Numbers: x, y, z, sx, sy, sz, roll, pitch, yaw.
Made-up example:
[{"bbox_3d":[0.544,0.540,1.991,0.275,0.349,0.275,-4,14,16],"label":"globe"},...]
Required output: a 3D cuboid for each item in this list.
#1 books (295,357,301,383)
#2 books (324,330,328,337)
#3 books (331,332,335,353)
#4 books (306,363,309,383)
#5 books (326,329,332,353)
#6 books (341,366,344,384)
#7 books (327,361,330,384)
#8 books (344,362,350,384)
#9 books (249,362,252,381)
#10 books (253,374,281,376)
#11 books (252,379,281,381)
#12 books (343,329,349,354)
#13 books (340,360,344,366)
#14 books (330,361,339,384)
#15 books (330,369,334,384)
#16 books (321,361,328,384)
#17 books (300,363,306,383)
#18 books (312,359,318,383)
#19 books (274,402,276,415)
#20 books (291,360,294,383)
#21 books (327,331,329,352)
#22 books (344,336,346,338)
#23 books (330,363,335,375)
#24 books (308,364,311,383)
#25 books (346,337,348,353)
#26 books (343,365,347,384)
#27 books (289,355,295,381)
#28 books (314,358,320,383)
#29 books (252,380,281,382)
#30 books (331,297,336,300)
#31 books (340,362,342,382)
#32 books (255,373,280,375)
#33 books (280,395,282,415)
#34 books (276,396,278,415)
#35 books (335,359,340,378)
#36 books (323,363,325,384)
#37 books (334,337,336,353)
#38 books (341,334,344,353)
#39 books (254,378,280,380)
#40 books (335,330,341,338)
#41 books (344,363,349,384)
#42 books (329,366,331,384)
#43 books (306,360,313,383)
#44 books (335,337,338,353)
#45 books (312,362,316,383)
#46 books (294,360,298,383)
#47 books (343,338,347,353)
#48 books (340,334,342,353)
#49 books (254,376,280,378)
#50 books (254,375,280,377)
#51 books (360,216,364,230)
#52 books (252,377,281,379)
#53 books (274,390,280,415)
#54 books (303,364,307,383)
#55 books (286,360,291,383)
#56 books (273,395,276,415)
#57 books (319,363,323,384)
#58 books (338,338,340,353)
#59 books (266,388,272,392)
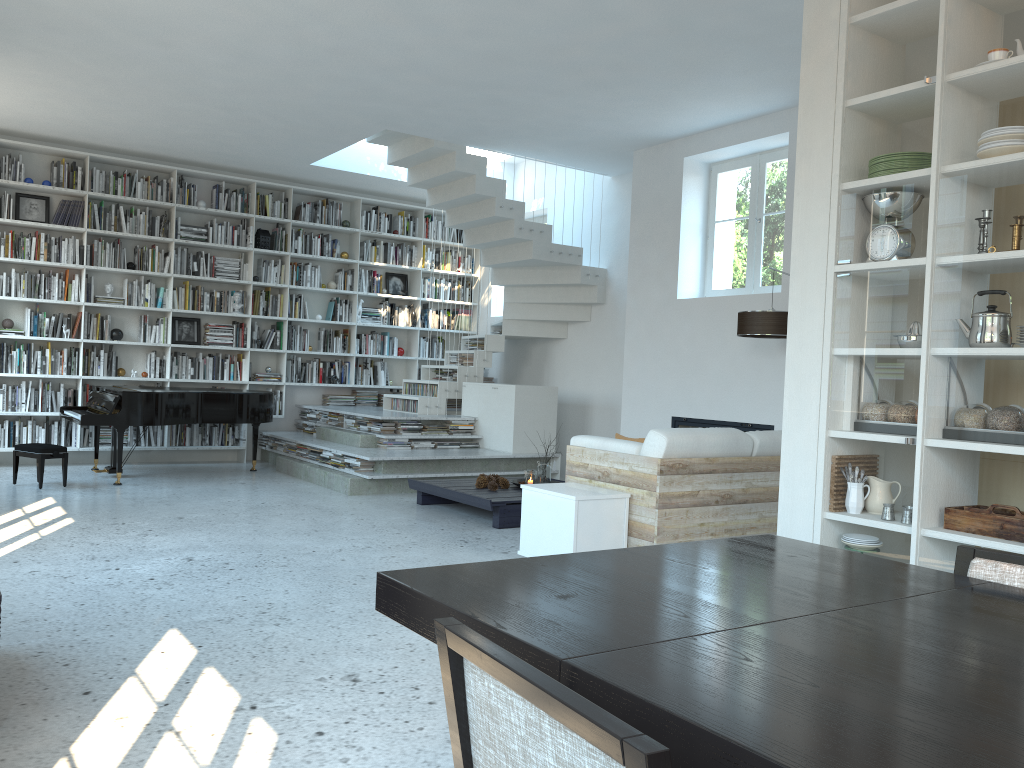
[{"bbox_3d":[-2.503,-0.163,10.296,0.030,0.294,0.188,2,1,-34],"label":"books"},{"bbox_3d":[-2.221,-0.504,10.495,0.015,0.262,0.149,2,1,-34],"label":"books"},{"bbox_3d":[-2.153,-0.495,10.517,0.018,0.251,0.184,2,1,-34],"label":"books"},{"bbox_3d":[-2.423,-0.130,10.384,0.029,0.235,0.142,2,1,-34],"label":"books"},{"bbox_3d":[-2.177,-0.513,10.531,0.007,0.285,0.159,2,1,-34],"label":"books"},{"bbox_3d":[-2.056,-0.109,10.613,0.013,0.220,0.168,2,1,-34],"label":"books"},{"bbox_3d":[-2.209,-0.137,10.520,0.026,0.263,0.169,2,1,-34],"label":"books"},{"bbox_3d":[-1.988,-0.133,10.660,0.025,0.272,0.171,2,1,-34],"label":"books"},{"bbox_3d":[-2.979,-0.139,10.011,0.030,0.210,0.136,2,1,-34],"label":"books"},{"bbox_3d":[-2.784,-0.105,10.067,0.285,0.012,0.159,2,1,-30],"label":"books"},{"bbox_3d":[-2.788,-0.044,10.071,0.285,0.012,0.159,2,1,-29],"label":"books"},{"bbox_3d":[-1.994,-0.512,10.630,0.007,0.295,0.162,2,1,-34],"label":"books"},{"bbox_3d":[-2.058,-0.141,10.641,0.012,0.282,0.143,2,1,-34],"label":"books"},{"bbox_3d":[-2.118,-0.135,10.572,0.070,0.266,0.186,2,1,-34],"label":"books"},{"bbox_3d":[-2.169,-0.094,10.544,0.025,0.181,0.169,2,1,-34],"label":"books"},{"bbox_3d":[-2.226,-0.137,10.500,0.026,0.262,0.173,2,1,-34],"label":"books"},{"bbox_3d":[-2.465,-0.130,10.342,0.065,0.231,0.162,2,1,-34],"label":"books"},{"bbox_3d":[-2.323,-0.152,10.452,0.012,0.285,0.159,2,1,-34],"label":"books"},{"bbox_3d":[-2.715,0.238,10.086,0.012,0.225,0.149,2,1,-34],"label":"books"},{"bbox_3d":[-2.565,-0.149,10.255,0.023,0.262,0.186,2,1,-34],"label":"books"},{"bbox_3d":[-2.211,-0.502,10.501,0.008,0.259,0.158,2,1,-34],"label":"books"},{"bbox_3d":[-2.026,-0.468,10.632,0.016,0.205,0.141,2,1,-34],"label":"books"},{"bbox_3d":[-2.154,-0.127,10.555,0.012,0.249,0.164,2,1,-34],"label":"books"},{"bbox_3d":[-2.399,-0.126,10.395,0.024,0.228,0.159,2,1,-34],"label":"books"},{"bbox_3d":[-2.008,-0.466,10.632,0.013,0.204,0.158,2,1,-34],"label":"books"},{"bbox_3d":[-2.027,-0.112,10.626,0.025,0.228,0.175,2,1,-34],"label":"books"},{"bbox_3d":[-2.550,-0.176,10.264,0.010,0.316,0.186,2,1,-34],"label":"books"},{"bbox_3d":[-2.300,-0.155,10.440,0.012,0.293,0.175,2,1,-34],"label":"books"},{"bbox_3d":[-2.786,-0.032,10.067,0.285,0.012,0.159,2,1,-31],"label":"books"},{"bbox_3d":[-2.125,-0.881,10.553,0.016,0.290,0.135,2,1,-34],"label":"books"},{"bbox_3d":[-2.076,-0.132,10.613,0.021,0.265,0.150,2,1,-34],"label":"books"},{"bbox_3d":[-2.781,-0.117,10.061,0.254,0.012,0.161,2,1,-25],"label":"books"},{"bbox_3d":[-2.664,0.236,10.118,0.013,0.233,0.149,2,1,-34],"label":"books"},{"bbox_3d":[-2.696,0.245,10.079,0.011,0.212,0.178,2,1,-34],"label":"books"},{"bbox_3d":[-2.089,-0.148,10.603,0.013,0.294,0.134,2,1,-34],"label":"books"},{"bbox_3d":[-2.255,-0.128,10.501,0.021,0.242,0.131,2,1,-34],"label":"books"},{"bbox_3d":[-2.139,-0.460,10.528,0.018,0.182,0.182,2,1,-34],"label":"books"},{"bbox_3d":[-2.053,-0.482,10.611,0.021,0.232,0.155,2,1,-34],"label":"books"},{"bbox_3d":[-2.786,-0.056,10.068,0.254,0.012,0.161,2,1,-28],"label":"books"},{"bbox_3d":[-2.084,-0.504,10.574,0.006,0.274,0.172,2,1,-34],"label":"books"},{"bbox_3d":[-2.009,-0.127,10.645,0.026,0.258,0.156,2,1,-34],"label":"books"},{"bbox_3d":[-2.191,-0.110,10.536,0.022,0.211,0.135,2,1,-34],"label":"books"},{"bbox_3d":[-2.381,-0.145,10.403,0.014,0.268,0.171,2,1,-34],"label":"books"},{"bbox_3d":[-2.111,-0.466,10.559,0.015,0.195,0.175,2,1,-34],"label":"books"},{"bbox_3d":[-2.349,-0.136,10.412,0.025,0.252,0.181,2,1,-34],"label":"books"},{"bbox_3d":[-2.526,-0.145,10.283,0.023,0.256,0.178,2,1,-34],"label":"books"},{"bbox_3d":[-2.024,-0.455,10.600,0.016,0.180,0.189,2,1,-34],"label":"books"},{"bbox_3d":[-2.075,-0.482,10.580,0.018,0.229,0.181,2,1,-34],"label":"books"},{"bbox_3d":[-2.786,-0.080,10.069,0.254,0.012,0.161,2,1,-29],"label":"books"},{"bbox_3d":[-2.781,-0.092,10.060,0.254,0.012,0.161,2,1,-34],"label":"books"},{"bbox_3d":[-1.826,-1.919,10.660,0.022,0.182,0.189,2,1,-34],"label":"books"},{"bbox_3d":[-2.785,-0.068,10.066,0.285,0.012,0.159,2,1,-31],"label":"books"},{"bbox_3d":[-2.685,0.209,10.093,0.021,0.285,0.172,2,1,-34],"label":"books"},{"bbox_3d":[-2.434,-0.122,10.365,0.011,0.217,0.175,2,1,-34],"label":"books"},{"bbox_3d":[-2.591,-0.146,10.261,0.012,0.254,0.161,2,1,-34],"label":"books"},{"bbox_3d":[-2.721,0.238,10.062,0.026,0.225,0.175,2,1,-34],"label":"books"},{"bbox_3d":[-2.285,-0.130,10.455,0.031,0.244,0.184,2,1,-34],"label":"books"},{"bbox_3d":[-2.095,-0.459,10.565,0.019,0.183,0.190,2,1,-34],"label":"books"},{"bbox_3d":[-2.769,0.198,10.059,0.032,0.300,0.149,2,1,-34],"label":"books"}]
